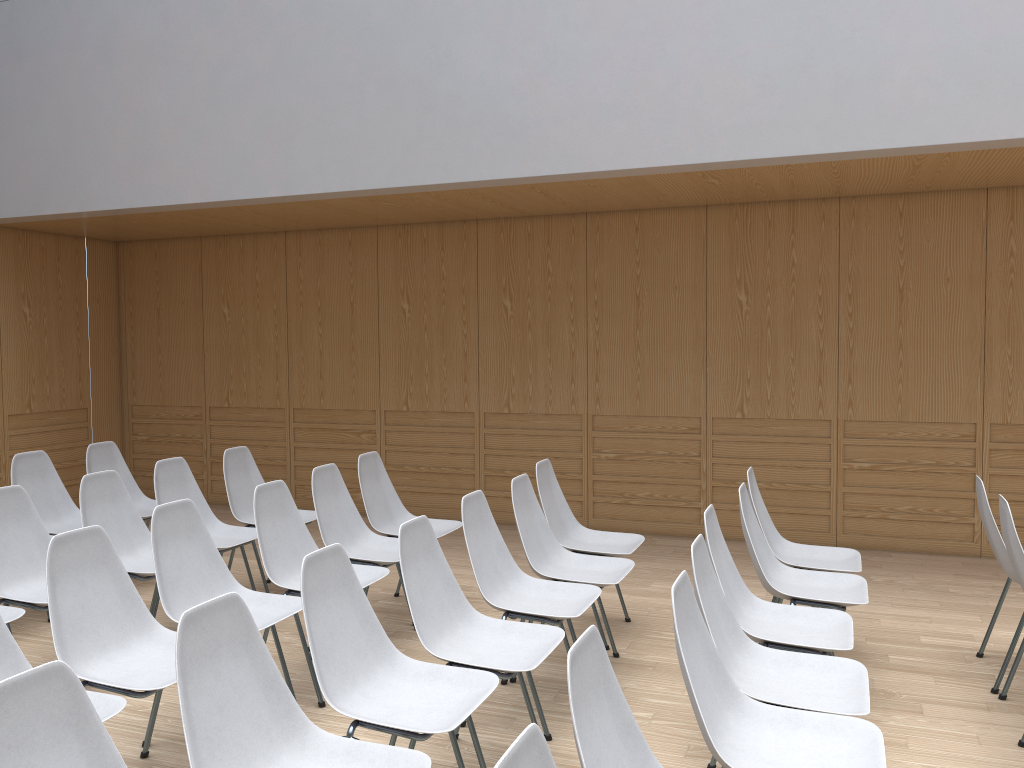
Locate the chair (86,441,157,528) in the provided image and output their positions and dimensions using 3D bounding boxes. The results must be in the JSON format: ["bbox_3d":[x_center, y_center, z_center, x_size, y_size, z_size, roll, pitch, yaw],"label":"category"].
[{"bbox_3d":[-2.375,0.810,5.573,0.505,0.876,0.479,1,3,21],"label":"chair"}]

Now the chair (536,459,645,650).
[{"bbox_3d":[0.396,0.835,4.531,0.505,0.876,0.479,1,3,21],"label":"chair"}]

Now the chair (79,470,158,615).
[{"bbox_3d":[-1.773,0.868,4.256,0.505,0.876,0.479,1,3,21],"label":"chair"}]

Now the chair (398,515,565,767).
[{"bbox_3d":[-0.108,0.911,3.034,0.505,0.876,0.479,1,3,21],"label":"chair"}]

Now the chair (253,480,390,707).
[{"bbox_3d":[-0.844,0.877,3.888,0.505,0.876,0.479,1,3,21],"label":"chair"}]

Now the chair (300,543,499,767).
[{"bbox_3d":[-0.334,0.934,2.603,0.505,0.876,0.479,1,3,21],"label":"chair"}]

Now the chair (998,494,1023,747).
[{"bbox_3d":[2.132,0.876,3.354,0.505,0.876,0.479,1,3,21],"label":"chair"}]

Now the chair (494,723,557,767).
[{"bbox_3d":[0.240,0.992,1.294,0.505,0.876,0.479,1,3,21],"label":"chair"}]

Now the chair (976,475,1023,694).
[{"bbox_3d":[2.295,0.851,3.841,0.505,0.876,0.479,1,3,21],"label":"chair"}]

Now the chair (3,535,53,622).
[{"bbox_3d":[-2.716,0.859,4.619,0.505,0.876,0.479,1,3,21],"label":"chair"}]

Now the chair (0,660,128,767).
[{"bbox_3d":[-0.691,0.985,1.601,0.505,0.876,0.479,1,3,21],"label":"chair"}]

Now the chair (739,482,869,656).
[{"bbox_3d":[1.212,0.867,3.699,0.505,0.876,0.479,1,3,21],"label":"chair"}]

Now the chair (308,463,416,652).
[{"bbox_3d":[-0.714,0.850,4.425,0.505,0.876,0.479,1,3,21],"label":"chair"}]

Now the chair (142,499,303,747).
[{"bbox_3d":[-1.095,0.902,3.418,0.505,0.876,0.479,1,3,21],"label":"chair"}]

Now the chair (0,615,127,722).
[{"bbox_3d":[-1.395,0.952,2.432,0.505,0.876,0.479,1,3,21],"label":"chair"}]

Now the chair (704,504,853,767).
[{"bbox_3d":[0.959,0.894,3.196,0.505,0.876,0.479,1,3,21],"label":"chair"}]

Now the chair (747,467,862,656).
[{"bbox_3d":[1.373,0.843,4.174,0.505,0.876,0.479,1,3,21],"label":"chair"}]

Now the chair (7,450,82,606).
[{"bbox_3d":[-2.574,0.834,5.101,0.505,0.876,0.479,1,3,21],"label":"chair"}]

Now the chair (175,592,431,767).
[{"bbox_3d":[-0.491,0.961,2.073,0.505,0.876,0.479,1,3,21],"label":"chair"}]

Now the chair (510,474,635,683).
[{"bbox_3d":[0.271,0.861,4.010,0.505,0.876,0.479,1,3,21],"label":"chair"}]

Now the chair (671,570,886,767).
[{"bbox_3d":[0.672,0.942,2.242,0.505,0.876,0.479,1,3,21],"label":"chair"}]

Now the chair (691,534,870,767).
[{"bbox_3d":[0.811,0.920,2.688,0.505,0.876,0.479,1,3,21],"label":"chair"}]

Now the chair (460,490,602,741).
[{"bbox_3d":[0.074,0.884,3.566,0.505,0.876,0.479,1,3,21],"label":"chair"}]

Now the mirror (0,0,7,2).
[{"bbox_3d":[3.961,-3.839,3.765,17.827,2.090,0.253,1,3,21],"label":"mirror"}]

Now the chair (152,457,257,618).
[{"bbox_3d":[-1.619,0.843,4.744,0.505,0.876,0.479,1,3,21],"label":"chair"}]

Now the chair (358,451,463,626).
[{"bbox_3d":[-0.571,0.825,4.918,0.505,0.876,0.479,1,3,21],"label":"chair"}]

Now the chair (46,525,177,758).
[{"bbox_3d":[-1.224,0.927,2.910,0.505,0.876,0.479,1,3,21],"label":"chair"}]

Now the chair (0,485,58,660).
[{"bbox_3d":[-1.995,0.891,3.806,0.505,0.876,0.479,1,3,21],"label":"chair"}]

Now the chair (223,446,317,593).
[{"bbox_3d":[-1.413,0.817,5.236,0.505,0.876,0.479,1,3,21],"label":"chair"}]

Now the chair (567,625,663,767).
[{"bbox_3d":[0.383,0.967,1.790,0.505,0.876,0.479,1,3,21],"label":"chair"}]

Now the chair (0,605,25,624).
[{"bbox_3d":[-2.164,0.917,3.304,0.505,0.876,0.479,1,3,21],"label":"chair"}]
